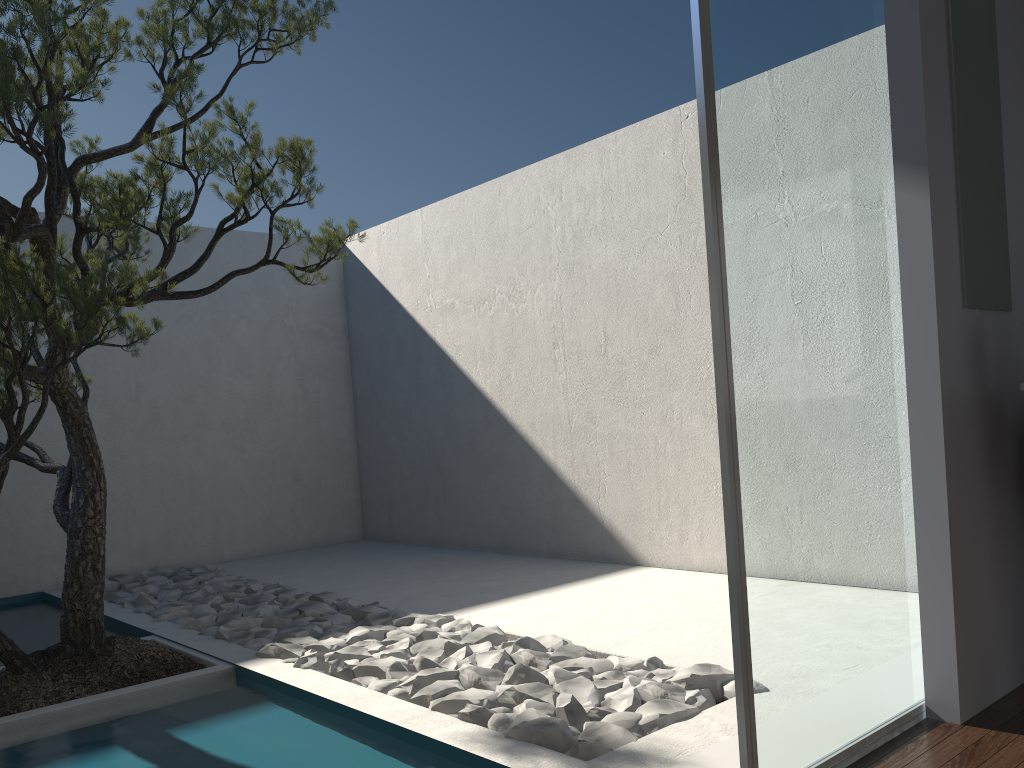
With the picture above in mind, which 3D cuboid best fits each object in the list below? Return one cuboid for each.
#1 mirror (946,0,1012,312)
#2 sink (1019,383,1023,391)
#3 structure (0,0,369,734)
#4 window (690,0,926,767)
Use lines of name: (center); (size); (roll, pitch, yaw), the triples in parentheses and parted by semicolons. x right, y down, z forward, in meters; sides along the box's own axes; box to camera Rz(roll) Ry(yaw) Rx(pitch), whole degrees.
mirror: (1.445, -0.866, 2.746); (0.353, 1.271, 0.012); (-5, 2, -41)
sink: (1.824, 0.325, 2.499); (0.648, 1.251, 0.645); (-4, 1, 31)
structure: (-2.102, -0.208, 3.514); (2.526, 3.473, 2.579); (-4, 0, 42)
window: (1.149, -0.498, 2.634); (1.880, 3.006, 0.021); (-4, 1, -41)
